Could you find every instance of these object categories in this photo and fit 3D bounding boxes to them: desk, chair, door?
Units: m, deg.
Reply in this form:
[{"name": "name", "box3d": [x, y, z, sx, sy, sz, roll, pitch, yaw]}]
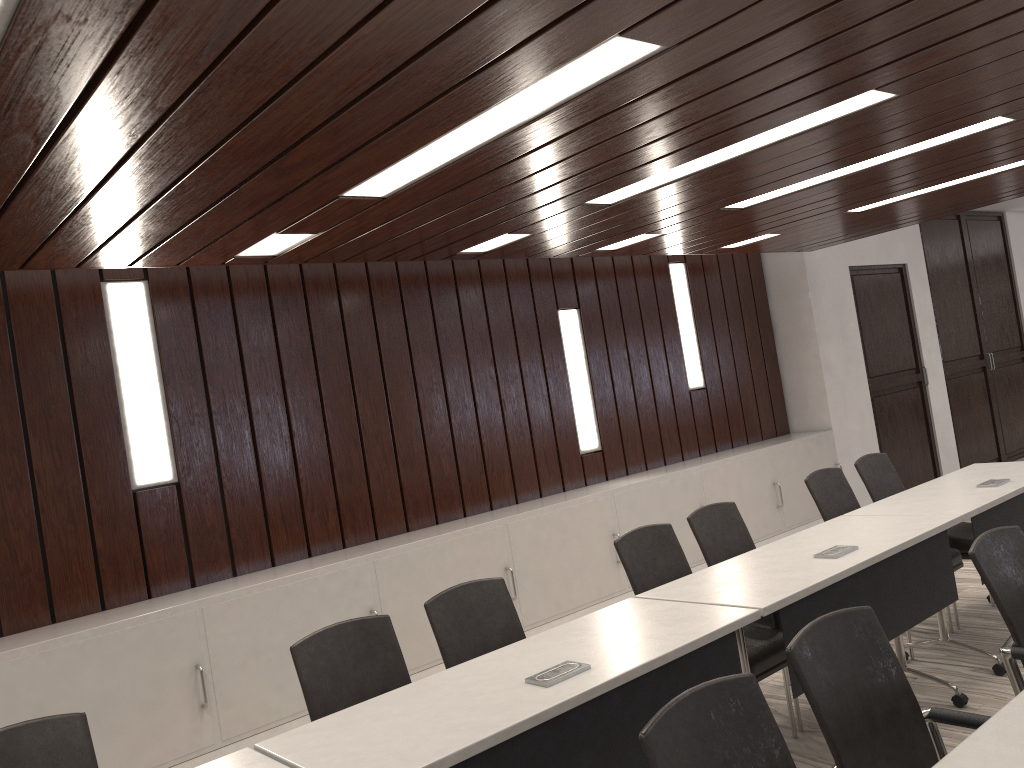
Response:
[{"name": "desk", "box3d": [0.119, 1.235, 2.641, 1.509, 0.795, 0.577, -8, -1, -40]}, {"name": "chair", "box3d": [1.986, 0.906, 4.713, 0.513, 0.939, 0.638, -8, -1, -41]}, {"name": "chair", "box3d": [-0.325, 1.236, 2.753, 0.513, 0.939, 0.638, -8, -1, -39]}, {"name": "chair", "box3d": [2.388, 0.849, 5.053, 0.513, 0.939, 0.638, -8, -1, -40]}, {"name": "desk", "box3d": [1.278, 1.070, 3.619, 1.509, 0.795, 0.577, -8, -1, -40]}, {"name": "chair", "box3d": [0.640, 1.058, 1.590, 0.513, 0.939, 0.638, -8, -1, -41]}, {"name": "desk", "box3d": [-1.038, 1.401, 1.665, 1.509, 0.795, 0.577, -8, -1, -40]}, {"name": "chair", "box3d": [0.835, 1.070, 3.730, 0.513, 0.939, 0.638, -8, -1, -40]}, {"name": "door", "box3d": [5.300, -0.521, 10.060, 2.327, 2.889, 0.200, -8, -1, -40]}, {"name": "chair", "box3d": [1.781, 0.896, 2.577, 0.513, 0.939, 0.638, -8, -1, -40]}, {"name": "chair", "box3d": [1.221, 1.015, 4.075, 0.513, 0.939, 0.638, -8, -1, -41]}, {"name": "door", "box3d": [3.720, -0.010, 8.685, 1.163, 2.323, 0.200, -8, -1, -40]}, {"name": "desk", "box3d": [1.077, 1.059, 1.475, 1.509, 0.795, 0.577, -8, -1, -40]}, {"name": "chair", "box3d": [-1.083, 1.344, 2.131, 0.513, 0.939, 0.638, -8, -1, -40]}, {"name": "chair", "box3d": [0.079, 1.178, 3.094, 0.513, 0.939, 0.638, -8, -1, -41]}, {"name": "desk", "box3d": [2.435, 0.905, 4.595, 1.509, 0.795, 0.577, -8, -1, -40]}, {"name": "chair", "box3d": [1.031, 1.003, 1.945, 0.513, 0.939, 0.638, -8, -1, -39]}]

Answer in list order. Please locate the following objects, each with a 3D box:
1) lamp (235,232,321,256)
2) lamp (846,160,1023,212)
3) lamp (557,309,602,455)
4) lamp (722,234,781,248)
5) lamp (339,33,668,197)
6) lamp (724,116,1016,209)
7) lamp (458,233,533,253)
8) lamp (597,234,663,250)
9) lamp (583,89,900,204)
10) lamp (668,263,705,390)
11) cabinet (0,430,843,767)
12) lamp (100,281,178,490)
[{"name": "lamp", "box3d": [-1.101, -0.666, 4.106, 0.236, 0.045, 0.464, -8, -1, -40]}, {"name": "lamp", "box3d": [2.716, -1.252, 5.317, 0.236, 0.045, 1.496, -8, -1, -40]}, {"name": "lamp", "box3d": [0.463, -0.018, 6.527, 0.236, 1.058, 0.094, -8, -1, -40]}, {"name": "lamp", "box3d": [1.741, -1.072, 6.504, 0.236, 0.045, 0.464, -8, -1, -40]}, {"name": "lamp", "box3d": [6.210, -2.075, 4.915, 14.295, 0.552, 1.469, -9, -1, -17]}, {"name": "lamp", "box3d": [1.713, -1.108, 4.471, 0.236, 0.045, 1.496, -8, -1, -40]}, {"name": "lamp", "box3d": [-0.098, -0.809, 4.952, 0.236, 0.045, 0.464, -8, -1, -40]}, {"name": "lamp", "box3d": [0.738, -0.929, 5.658, 0.236, 0.045, 0.464, -8, -1, -40]}, {"name": "lamp", "box3d": [0.877, -0.989, 3.766, 0.236, 0.045, 1.496, -8, -1, -40]}, {"name": "lamp", "box3d": [1.416, -0.475, 7.379, 0.236, 1.058, 0.094, -8, -1, -40]}, {"name": "cabinet", "box3d": [-0.105, 1.176, 5.495, 7.540, 0.698, 0.476, -8, -1, -40]}, {"name": "lamp", "box3d": [-1.928, 0.002, 4.559, 0.236, 1.058, 0.094, -8, -1, -40]}]
